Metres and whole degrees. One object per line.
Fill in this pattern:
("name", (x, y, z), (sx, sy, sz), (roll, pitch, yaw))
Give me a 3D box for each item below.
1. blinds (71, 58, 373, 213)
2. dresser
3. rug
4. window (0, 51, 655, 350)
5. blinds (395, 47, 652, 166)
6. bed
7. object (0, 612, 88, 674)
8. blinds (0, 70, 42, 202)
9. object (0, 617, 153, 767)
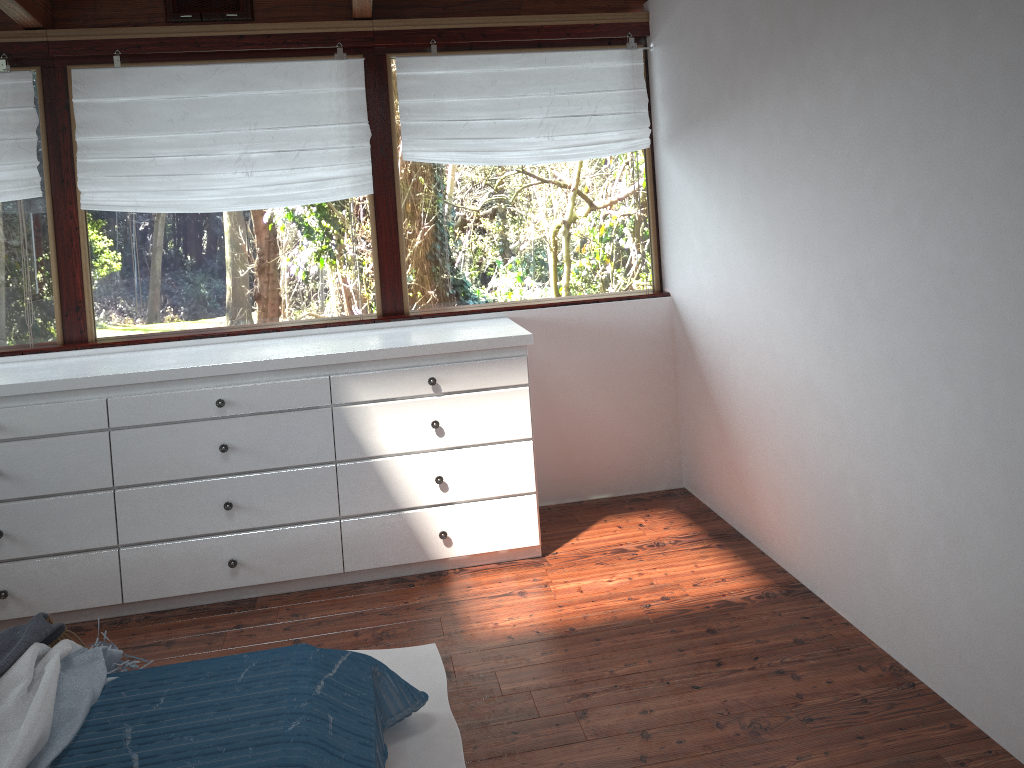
("blinds", (-1.226, -1.066, 3.763), (1.229, 0.641, 0.054), (-6, 2, -10))
("dresser", (-1.467, 0.352, 3.390), (3.122, 0.876, 0.622), (-6, 5, -10))
("rug", (-0.864, 1.162, 1.320), (1.804, 0.048, 2.757), (-6, 12, -10))
("window", (1.216, -0.893, 1.655), (8.316, 1.912, 5.356), (-6, 10, -10))
("blinds", (0.097, -1.268, 4.001), (1.222, 0.519, 0.054), (-6, 2, -10))
("bed", (-1.361, 0.869, 1.214), (2.579, 0.760, 2.175), (-6, 10, -9))
("object", (-1.384, 0.893, 1.222), (0.628, 0.400, 2.166), (-4, 11, -1))
("blinds", (-2.576, -0.968, 3.519), (1.244, 0.553, 0.054), (-6, 2, -10))
("object", (-0.794, 0.947, 1.241), (0.538, 0.370, 2.188), (-6, 11, -14))
